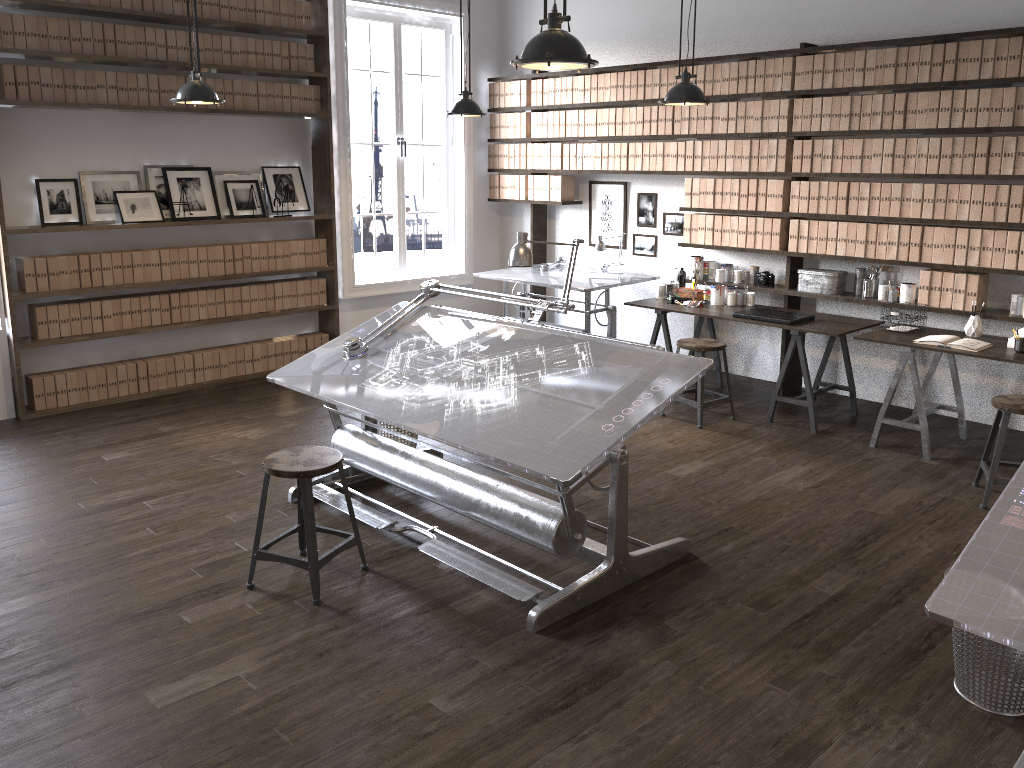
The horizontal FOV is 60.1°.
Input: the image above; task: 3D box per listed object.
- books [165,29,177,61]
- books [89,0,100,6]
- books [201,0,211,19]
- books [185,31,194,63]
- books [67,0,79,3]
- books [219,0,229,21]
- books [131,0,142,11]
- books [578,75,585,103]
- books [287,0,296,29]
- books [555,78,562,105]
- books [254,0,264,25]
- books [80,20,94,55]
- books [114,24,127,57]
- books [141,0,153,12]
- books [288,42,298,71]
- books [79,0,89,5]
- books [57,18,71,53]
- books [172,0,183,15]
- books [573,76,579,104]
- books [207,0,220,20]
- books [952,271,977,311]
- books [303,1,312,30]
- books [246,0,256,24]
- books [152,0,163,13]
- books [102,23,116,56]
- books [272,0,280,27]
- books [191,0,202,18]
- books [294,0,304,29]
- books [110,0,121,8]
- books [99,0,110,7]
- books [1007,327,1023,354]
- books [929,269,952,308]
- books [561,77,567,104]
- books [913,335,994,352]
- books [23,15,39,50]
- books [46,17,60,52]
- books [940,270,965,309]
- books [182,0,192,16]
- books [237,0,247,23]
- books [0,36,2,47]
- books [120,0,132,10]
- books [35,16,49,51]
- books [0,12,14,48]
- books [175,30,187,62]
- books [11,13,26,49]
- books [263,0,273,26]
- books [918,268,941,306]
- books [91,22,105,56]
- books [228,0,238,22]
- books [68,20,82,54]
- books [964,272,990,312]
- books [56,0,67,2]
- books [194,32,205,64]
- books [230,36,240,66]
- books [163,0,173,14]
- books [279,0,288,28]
[{"bbox_3d":[-2.463,-2.402,6.318,0.067,0.223,0.175,-11,16,-42],"label":"books"},{"bbox_3d":[-2.825,-2.626,5.915,0.067,0.223,0.175,-11,16,-42],"label":"books"},{"bbox_3d":[-2.263,-2.759,6.447,0.067,0.223,0.175,-11,16,-42],"label":"books"},{"bbox_3d":[-2.368,-2.425,6.412,0.067,0.223,0.175,-11,16,-42],"label":"books"},{"bbox_3d":[-2.921,-2.605,5.829,0.067,0.223,0.175,-11,16,-42],"label":"books"},{"bbox_3d":[-2.161,-2.781,6.536,0.067,0.223,0.175,-11,16,-42],"label":"books"},{"bbox_3d":[-2.627,-2.674,6.109,0.067,0.223,0.175,-11,16,-42],"label":"books"},{"bbox_3d":[0.640,-2.471,7.449,0.175,0.223,0.067,-12,16,-43],"label":"books"},{"bbox_3d":[-1.767,-2.875,6.914,0.067,0.223,0.175,-11,16,-42],"label":"books"},{"bbox_3d":[0.457,-2.520,7.641,0.175,0.223,0.067,-12,16,-43],"label":"books"},{"bbox_3d":[-1.958,-2.829,6.728,0.067,0.223,0.175,-11,16,-42],"label":"books"},{"bbox_3d":[-2.875,-2.306,5.933,0.067,0.223,0.175,-11,16,-42],"label":"books"},{"bbox_3d":[-2.719,-2.344,6.086,0.067,0.223,0.175,-11,16,-42],"label":"books"},{"bbox_3d":[-2.569,-2.686,6.156,0.067,0.223,0.175,-11,16,-42],"label":"books"},{"bbox_3d":[-1.762,-2.565,6.975,0.067,0.223,0.175,-11,16,-42],"label":"books"},{"bbox_3d":[-2.877,-2.616,5.873,0.067,0.223,0.175,-11,16,-42],"label":"books"},{"bbox_3d":[-2.980,-2.283,5.840,0.067,0.223,0.175,-11,16,-42],"label":"books"},{"bbox_3d":[-2.417,-2.722,6.301,0.067,0.223,0.175,-11,16,-42],"label":"books"},{"bbox_3d":[0.597,-2.483,7.495,0.175,0.223,0.067,-12,16,-43],"label":"books"},{"bbox_3d":[-2.214,-2.769,6.487,0.067,0.223,0.175,-11,16,-42],"label":"books"},{"bbox_3d":[2.804,-0.578,5.488,0.175,0.223,0.067,-12,16,-43],"label":"books"},{"bbox_3d":[-1.661,-2.898,7.007,0.067,0.223,0.175,-11,16,-42],"label":"books"},{"bbox_3d":[-2.012,-2.818,6.683,0.067,0.223,0.175,-11,16,-42],"label":"books"},{"bbox_3d":[-2.519,-2.700,6.210,0.067,0.223,0.175,-11,16,-42],"label":"books"},{"bbox_3d":[-2.768,-2.331,6.032,0.067,0.223,0.175,-11,16,-42],"label":"books"},{"bbox_3d":[-1.863,-2.852,6.822,0.067,0.223,0.175,-11,16,-42],"label":"books"},{"bbox_3d":[-2.317,-2.746,6.397,0.067,0.223,0.175,-11,16,-42],"label":"books"},{"bbox_3d":[-1.715,-2.887,6.962,0.067,0.223,0.175,-11,16,-42],"label":"books"},{"bbox_3d":[-2.729,-2.650,6.012,0.067,0.223,0.175,-11,16,-42],"label":"books"},{"bbox_3d":[-2.781,-2.638,5.964,0.067,0.223,0.175,-11,16,-42],"label":"books"},{"bbox_3d":[2.942,-0.255,4.928,0.387,0.146,0.296,-13,19,-42],"label":"books"},{"bbox_3d":[2.709,-0.605,5.592,0.175,0.223,0.067,-12,16,-43],"label":"books"},{"bbox_3d":[0.506,-2.507,7.591,0.175,0.223,0.067,-12,16,-43],"label":"books"},{"bbox_3d":[2.540,-0.243,5.100,0.257,0.029,0.356,-13,19,-42],"label":"books"},{"bbox_3d":[-3.121,-2.249,5.705,0.067,0.223,0.175,-11,16,-42],"label":"books"},{"bbox_3d":[-3.025,-2.270,5.791,0.067,0.223,0.175,-11,16,-42],"label":"books"},{"bbox_3d":[2.759,-0.592,5.541,0.175,0.223,0.067,-12,16,-43],"label":"books"},{"bbox_3d":[-2.369,-2.735,6.351,0.067,0.223,0.175,-11,16,-42],"label":"books"},{"bbox_3d":[-2.064,-2.806,6.637,0.067,0.223,0.175,-11,16,-42],"label":"books"},{"bbox_3d":[-3.277,-2.214,5.564,0.067,0.223,0.175,-11,16,-42],"label":"books"},{"bbox_3d":[-2.675,-2.662,6.057,0.067,0.223,0.175,-11,16,-42],"label":"books"},{"bbox_3d":[-3.076,-2.260,5.749,0.067,0.223,0.175,-11,16,-42],"label":"books"},{"bbox_3d":[-3.225,-2.225,5.610,0.067,0.223,0.175,-11,16,-42],"label":"books"},{"bbox_3d":[-2.412,-2.414,6.369,0.067,0.223,0.175,-11,16,-42],"label":"books"},{"bbox_3d":[-3.172,-2.237,5.654,0.067,0.223,0.175,-11,16,-42],"label":"books"},{"bbox_3d":[-1.907,-2.841,6.779,0.067,0.223,0.175,-11,16,-42],"label":"books"},{"bbox_3d":[2.659,-0.616,5.636,0.175,0.223,0.067,-12,16,-43],"label":"books"},{"bbox_3d":[-2.827,-2.319,5.985,0.067,0.223,0.175,-11,16,-42],"label":"books"},{"bbox_3d":[-2.111,-2.794,6.587,0.067,0.223,0.175,-11,16,-42],"label":"books"},{"bbox_3d":[-2.929,-2.295,5.889,0.067,0.223,0.175,-11,16,-42],"label":"books"},{"bbox_3d":[2.857,-0.566,5.441,0.175,0.223,0.067,-12,16,-43],"label":"books"},{"bbox_3d":[-2.972,-2.592,5.778,0.067,0.223,0.175,-11,16,-42],"label":"books"},{"bbox_3d":[-2.316,-2.436,6.454,0.067,0.223,0.175,-11,16,-42],"label":"books"},{"bbox_3d":[-2.114,-2.484,6.648,0.067,0.223,0.175,-11,16,-42],"label":"books"},{"bbox_3d":[-2.467,-2.710,6.250,0.067,0.223,0.175,-11,16,-42],"label":"books"},{"bbox_3d":[-1.811,-2.863,6.864,0.067,0.223,0.175,-11,16,-42],"label":"books"}]
